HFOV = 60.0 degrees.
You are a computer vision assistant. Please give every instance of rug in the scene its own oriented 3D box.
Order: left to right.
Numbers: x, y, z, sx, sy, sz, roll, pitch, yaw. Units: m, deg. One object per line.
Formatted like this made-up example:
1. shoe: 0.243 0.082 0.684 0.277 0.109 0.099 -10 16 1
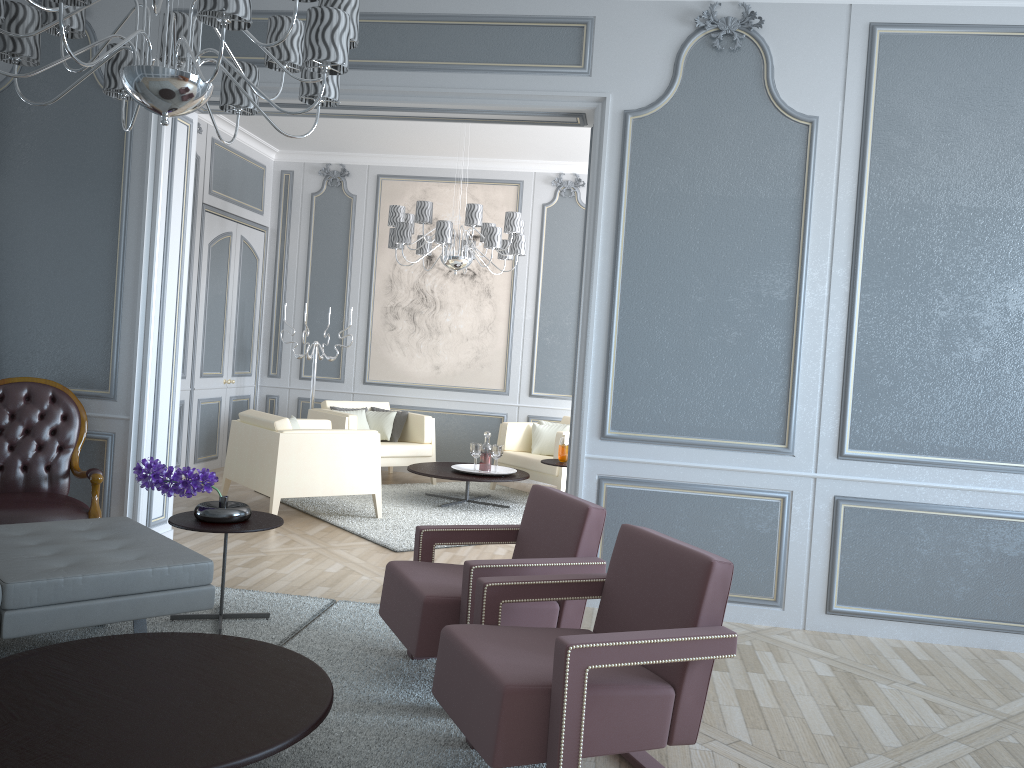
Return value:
1. rug: -0.941 0.944 2.123 2.018 0.010 3.205 4 2 7
2. rug: -0.424 0.855 6.093 1.999 0.010 2.002 3 2 -38

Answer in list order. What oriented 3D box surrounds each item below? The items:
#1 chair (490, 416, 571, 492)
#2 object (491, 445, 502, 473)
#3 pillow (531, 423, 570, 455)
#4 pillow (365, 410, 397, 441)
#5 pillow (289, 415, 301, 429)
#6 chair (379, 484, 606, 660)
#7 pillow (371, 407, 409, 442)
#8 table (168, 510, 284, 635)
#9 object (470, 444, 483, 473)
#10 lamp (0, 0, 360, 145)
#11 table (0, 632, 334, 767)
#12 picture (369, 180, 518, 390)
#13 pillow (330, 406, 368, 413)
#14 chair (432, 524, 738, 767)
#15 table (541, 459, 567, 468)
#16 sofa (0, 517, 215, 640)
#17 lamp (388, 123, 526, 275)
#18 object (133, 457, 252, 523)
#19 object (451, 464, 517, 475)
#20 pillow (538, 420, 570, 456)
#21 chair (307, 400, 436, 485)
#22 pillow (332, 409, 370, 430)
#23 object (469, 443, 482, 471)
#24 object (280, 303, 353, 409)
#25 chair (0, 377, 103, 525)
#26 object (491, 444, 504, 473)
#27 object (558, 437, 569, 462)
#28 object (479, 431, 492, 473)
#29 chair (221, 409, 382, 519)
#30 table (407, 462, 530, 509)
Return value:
1. chair: 0.386 0.580 6.908 0.737 0.620 0.855 3 2 -38
2. object: -0.114 0.536 6.254 0.080 0.196 0.080 4 1 -10
3. pillow: 0.306 0.440 6.983 0.312 0.245 0.163 4 1 2
4. pillow: -1.102 0.336 7.174 0.312 0.245 0.163 4 1 12
5. pillow: -1.432 0.359 5.728 0.182 0.285 0.360 4 1 13
6. chair: -0.082 0.666 2.903 0.606 0.620 0.576 3 1 -23
7. pillow: -1.039 0.339 7.236 0.351 0.276 0.184 5 1 23
8. table: -1.083 0.699 3.333 0.414 0.385 0.414 4 1 -5
9. object: -0.254 0.526 6.251 0.080 0.196 0.080 4 1 10
10. lamp: -0.890 -1.245 2.350 0.976 1.119 0.977 4 1 -4
11. table: -0.872 0.835 2.069 0.883 0.239 0.882 5 2 25
12. picture: -0.603 -0.868 7.692 1.199 1.751 0.001 4 1 8
13. pillow: -1.290 0.325 7.125 0.351 0.276 0.184 3 2 -37
14. chair: 0.157 0.703 2.243 0.606 0.620 0.576 3 1 -23
15. table: 0.388 0.726 6.015 0.414 0.385 0.414 3 2 -35
16. sofa: -2.014 0.523 2.356 2.203 0.668 0.810 2 2 -43
17. lamp: -0.369 -1.332 6.286 0.976 1.119 0.977 4 1 -4
18. object: -1.180 0.390 3.284 0.425 0.221 0.206 3 1 -23
19. object: -0.199 0.615 6.305 0.468 0.028 0.468 5 2 20
20. pillow: 0.358 0.441 7.055 0.351 0.276 0.184 4 1 13
21. chair: -1.140 0.467 7.110 0.854 0.620 0.738 3 2 -38
22. pillow: -1.268 0.328 7.040 0.163 0.245 0.311 5 2 42
23. object: -0.264 0.522 6.349 0.080 0.196 0.080 4 1 -10
24. object: -1.644 0.042 7.324 0.446 1.386 0.447 3 1 -38
25. chair: -2.096 0.397 3.821 0.572 0.828 0.575 3 1 -33
26. object: -0.104 0.534 6.337 0.080 0.196 0.080 4 1 -10
27. object: 0.353 0.448 6.030 0.075 0.165 0.075 4 1 -3
28. object: -0.183 0.482 6.313 0.086 0.290 0.086 4 1 28
29. chair: -1.333 0.499 5.650 0.737 0.620 0.855 3 2 -38
30. table: -0.320 0.739 6.379 0.882 0.239 0.882 4 2 5
